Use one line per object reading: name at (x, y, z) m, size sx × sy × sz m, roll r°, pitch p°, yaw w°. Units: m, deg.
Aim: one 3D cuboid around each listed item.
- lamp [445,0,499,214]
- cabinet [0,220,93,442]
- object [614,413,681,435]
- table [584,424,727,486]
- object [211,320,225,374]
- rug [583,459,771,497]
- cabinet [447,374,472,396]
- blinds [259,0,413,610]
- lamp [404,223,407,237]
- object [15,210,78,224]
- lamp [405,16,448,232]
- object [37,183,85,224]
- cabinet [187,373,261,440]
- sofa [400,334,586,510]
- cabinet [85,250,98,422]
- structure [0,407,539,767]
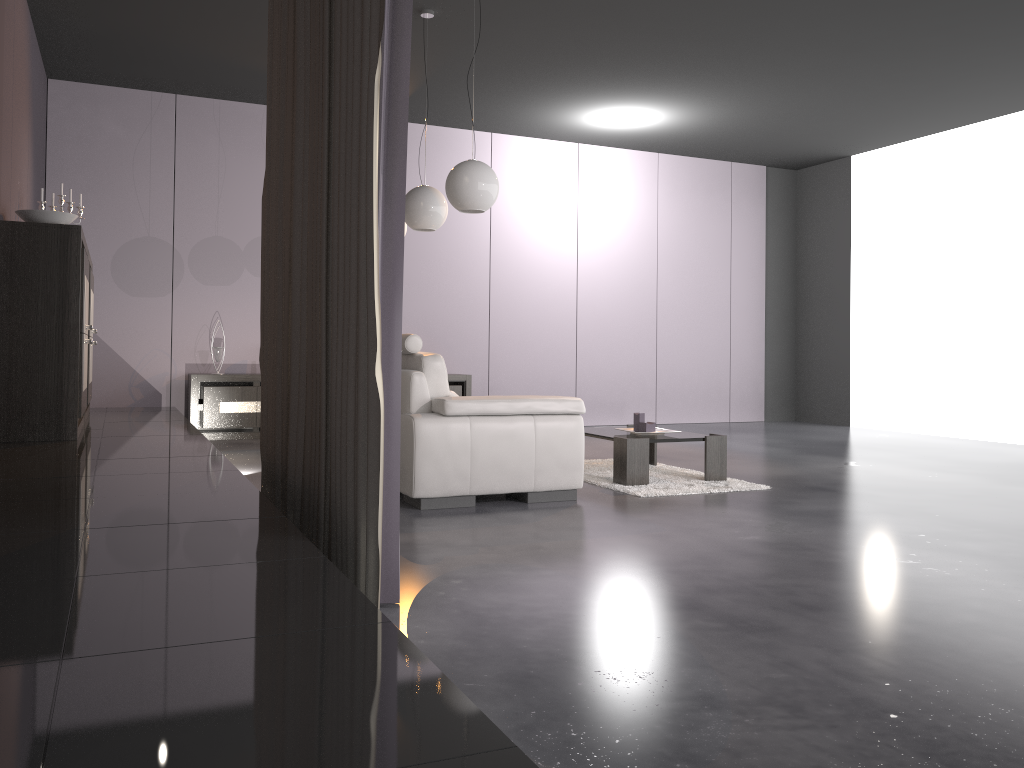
lamp at (-0.218, -1.685, 5.033) m, size 0.306 × 1.416 × 0.307 m, roll 0°, pitch -1°, yaw 34°
cabinet at (-2.522, -0.275, 4.851) m, size 0.411 × 1.075 × 1.072 m, roll 1°, pitch 0°, yaw -24°
object at (0.838, 0.241, 5.485) m, size 0.304 × 0.137 × 0.304 m, roll 0°, pitch 2°, yaw -19°
table at (0.787, 0.430, 5.586) m, size 0.700 × 0.271 × 0.905 m, roll 0°, pitch 2°, yaw -24°
object at (-2.540, -0.319, 7.659) m, size 0.123 × 0.466 × 0.108 m, roll 1°, pitch -1°, yaw -23°
rug at (0.783, 0.569, 5.568) m, size 0.916 × 0.023 × 1.527 m, roll 0°, pitch 2°, yaw -24°
cabinet at (-0.946, 0.186, 8.366) m, size 1.072 × 0.555 × 0.377 m, roll 0°, pitch 0°, yaw -24°
blinds at (-0.516, -0.850, 2.858) m, size 0.248 × 2.998 × 3.289 m, roll 1°, pitch 0°, yaw -24°
lamp at (-0.931, -1.747, 6.626) m, size 0.306 × 1.416 × 0.307 m, roll 1°, pitch -1°, yaw -21°
object at (-2.545, -0.871, 4.846) m, size 0.309 × 0.117 × 0.309 m, roll 1°, pitch 2°, yaw 10°
lamp at (-0.566, -1.715, 5.814) m, size 0.306 × 1.416 × 0.307 m, roll 1°, pitch -1°, yaw -21°
object at (-2.897, -1.068, 5.693) m, size 0.229 × 0.446 × 0.229 m, roll 1°, pitch 0°, yaw -7°
cabinet at (-2.268, 0.190, 7.778) m, size 1.072 × 0.555 × 0.377 m, roll 0°, pitch 0°, yaw -24°
sofa at (-0.205, 0.126, 5.888) m, size 1.868 × 0.859 × 2.863 m, roll 0°, pitch 2°, yaw -24°
cabinet at (-2.996, -0.316, 5.915) m, size 0.411 × 1.075 × 1.072 m, roll 1°, pitch 0°, yaw -24°
structure at (-1.395, 0.489, 2.942) m, size 1.000 × 0.300 × 8.775 m, roll 0°, pitch 2°, yaw -24°
